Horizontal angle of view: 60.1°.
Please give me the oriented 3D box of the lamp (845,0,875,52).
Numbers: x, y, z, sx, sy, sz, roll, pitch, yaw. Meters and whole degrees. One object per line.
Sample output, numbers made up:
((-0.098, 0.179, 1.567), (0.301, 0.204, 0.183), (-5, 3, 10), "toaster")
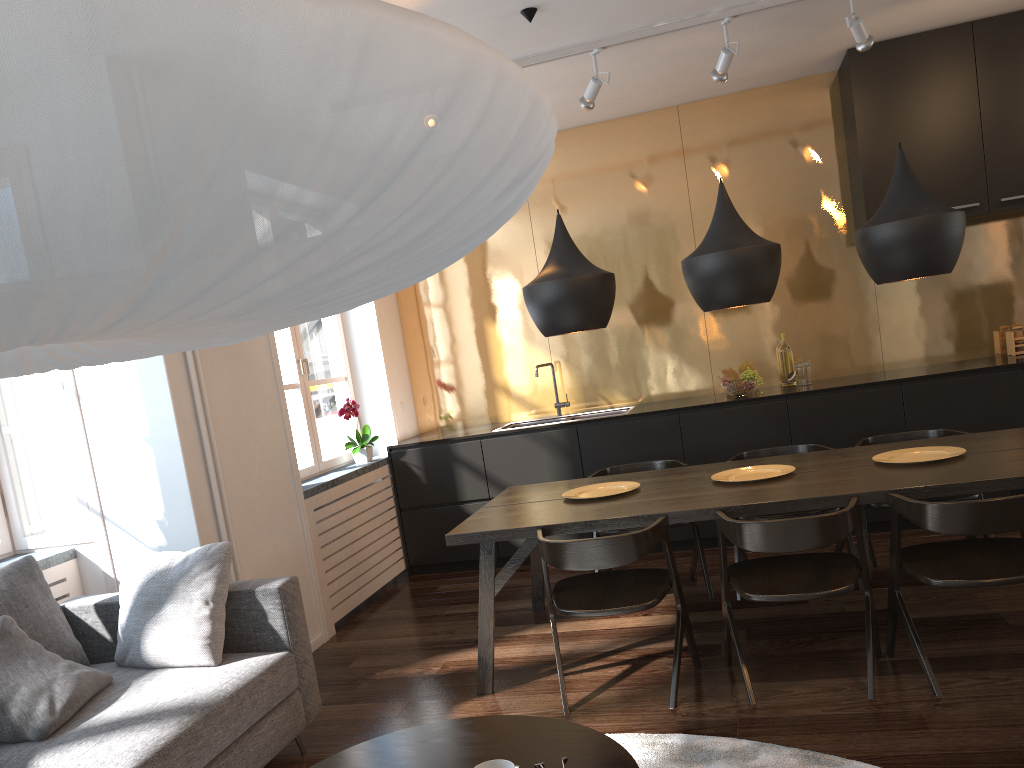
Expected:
((2.286, -0.985, 4.702), (1.819, 1.860, 0.089), (-12, 7, -41), "lamp")

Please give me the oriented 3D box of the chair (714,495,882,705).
((1.047, 0.772, 3.267), (0.594, 0.676, 0.515), (-8, 5, 15), "chair")

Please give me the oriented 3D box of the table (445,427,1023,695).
((1.106, 0.738, 3.836), (2.506, 0.684, 1.098), (-8, 3, 14), "table")

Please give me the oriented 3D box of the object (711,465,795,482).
((1.046, 0.393, 3.839), (0.355, 0.017, 0.354), (-9, 2, -5), "object")

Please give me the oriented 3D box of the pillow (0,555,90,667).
((-1.824, 0.907, 3.008), (0.276, 0.480, 0.830), (-7, 3, 14), "pillow")

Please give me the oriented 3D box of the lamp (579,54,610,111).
((0.418, -1.504, 4.392), (0.084, 0.240, 0.251), (-13, 6, -35), "lamp")

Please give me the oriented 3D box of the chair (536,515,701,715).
((0.390, 0.868, 3.433), (0.594, 0.676, 0.515), (-8, 5, 13), "chair")

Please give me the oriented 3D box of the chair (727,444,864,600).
((1.383, 0.679, 4.444), (0.594, 0.676, 0.515), (-8, 5, 13), "chair")

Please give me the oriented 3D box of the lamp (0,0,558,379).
((-0.659, -0.126, 1.128), (1.459, 0.211, 1.473), (-10, 3, -39), "lamp")

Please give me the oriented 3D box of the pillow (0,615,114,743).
((-1.612, 0.940, 2.838), (0.444, 0.323, 0.490), (-9, 3, -4), "pillow")

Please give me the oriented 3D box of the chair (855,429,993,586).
((1.968, 0.594, 4.291), (0.594, 0.676, 0.515), (-8, 5, 14), "chair")

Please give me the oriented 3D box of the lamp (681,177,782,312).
((0.911, -0.594, 3.720), (0.410, 0.545, 0.409), (-10, 5, -9), "lamp")

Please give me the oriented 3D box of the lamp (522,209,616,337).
((0.241, -0.496, 3.896), (0.407, 0.545, 0.412), (-13, 6, -42), "lamp")

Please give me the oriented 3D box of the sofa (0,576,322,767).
((-1.147, 1.155, 1.995), (2.044, 0.676, 3.044), (-8, 2, 14), "sofa")

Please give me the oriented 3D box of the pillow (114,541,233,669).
((-1.284, 0.832, 3.285), (0.495, 0.417, 0.284), (-8, 5, 13), "pillow")

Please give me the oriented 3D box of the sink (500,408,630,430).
((1.549, 0.031, 5.517), (3.422, 0.245, 0.478), (-8, 3, 13), "sink")

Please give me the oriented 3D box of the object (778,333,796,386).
((1.772, -0.161, 5.715), (0.091, 0.342, 0.091), (-11, 6, -19), "object")

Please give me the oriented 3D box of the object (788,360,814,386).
((1.814, -0.067, 5.554), (0.176, 0.152, 0.087), (-9, 5, -8), "object")

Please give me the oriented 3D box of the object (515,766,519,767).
((0.020, 0.833, 1.875), (0.026, 0.010, 0.124), (-10, 2, -20), "object")

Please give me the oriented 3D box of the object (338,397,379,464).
((-0.971, 0.294, 5.636), (0.229, 0.440, 0.404), (-10, 4, -10), "object")

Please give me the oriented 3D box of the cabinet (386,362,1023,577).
((1.756, 0.477, 5.575), (5.075, 0.907, 0.726), (-8, 4, 15), "cabinet")

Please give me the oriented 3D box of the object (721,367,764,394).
((1.411, -0.012, 5.453), (0.239, 0.174, 0.177), (-9, 4, -1), "object")

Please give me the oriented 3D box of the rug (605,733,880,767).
((-0.019, 1.324, 1.726), (2.834, 0.012, 2.825), (-9, 2, -6), "rug")

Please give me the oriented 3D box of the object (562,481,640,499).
((0.404, 0.486, 4.007), (0.357, 0.017, 0.353), (-8, 2, 18), "object")

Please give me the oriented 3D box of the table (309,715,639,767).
((-0.116, 1.100, 1.851), (0.849, 0.476, 0.840), (-8, 3, 17), "table")

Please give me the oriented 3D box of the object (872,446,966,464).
((1.687, 0.299, 3.671), (0.357, 0.017, 0.353), (-8, 2, 18), "object")

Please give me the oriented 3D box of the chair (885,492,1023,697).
((1.636, 0.686, 3.113), (0.594, 0.676, 0.515), (-8, 5, 13), "chair")

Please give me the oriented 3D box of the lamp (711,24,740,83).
((1.035, -1.593, 4.239), (0.085, 0.241, 0.250), (-11, 4, -20), "lamp")

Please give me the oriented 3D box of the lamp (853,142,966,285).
((1.582, -0.691, 3.545), (0.408, 0.545, 0.411), (-11, 5, -28), "lamp")

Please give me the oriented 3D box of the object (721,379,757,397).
((1.409, 0.027, 5.473), (0.217, 0.097, 0.219), (-10, 3, -28), "object")

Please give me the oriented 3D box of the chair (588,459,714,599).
((0.707, 0.777, 4.650), (0.594, 0.676, 0.515), (-8, 5, 11), "chair")

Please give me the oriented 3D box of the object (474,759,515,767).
((-0.013, 0.811, 1.779), (0.139, 0.069, 0.090), (-7, 4, 26), "object")

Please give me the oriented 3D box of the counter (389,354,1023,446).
((1.688, 0.032, 5.527), (5.072, 0.002, 0.726), (-8, 2, 15), "counter")

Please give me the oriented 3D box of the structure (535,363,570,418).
((0.280, 0.049, 5.983), (0.110, 0.388, 0.263), (-5, 6, 30), "structure")

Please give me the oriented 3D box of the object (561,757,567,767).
((0.114, 0.816, 1.861), (0.015, 0.015, 0.167), (-9, 2, 1), "object")

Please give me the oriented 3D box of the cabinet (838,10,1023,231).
((2.989, -1.546, 5.081), (1.960, 1.058, 0.527), (-8, 5, 14), "cabinet")

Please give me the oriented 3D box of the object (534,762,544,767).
((0.072, 0.822, 1.852), (0.025, 0.016, 0.163), (-9, 2, -11), "object")
